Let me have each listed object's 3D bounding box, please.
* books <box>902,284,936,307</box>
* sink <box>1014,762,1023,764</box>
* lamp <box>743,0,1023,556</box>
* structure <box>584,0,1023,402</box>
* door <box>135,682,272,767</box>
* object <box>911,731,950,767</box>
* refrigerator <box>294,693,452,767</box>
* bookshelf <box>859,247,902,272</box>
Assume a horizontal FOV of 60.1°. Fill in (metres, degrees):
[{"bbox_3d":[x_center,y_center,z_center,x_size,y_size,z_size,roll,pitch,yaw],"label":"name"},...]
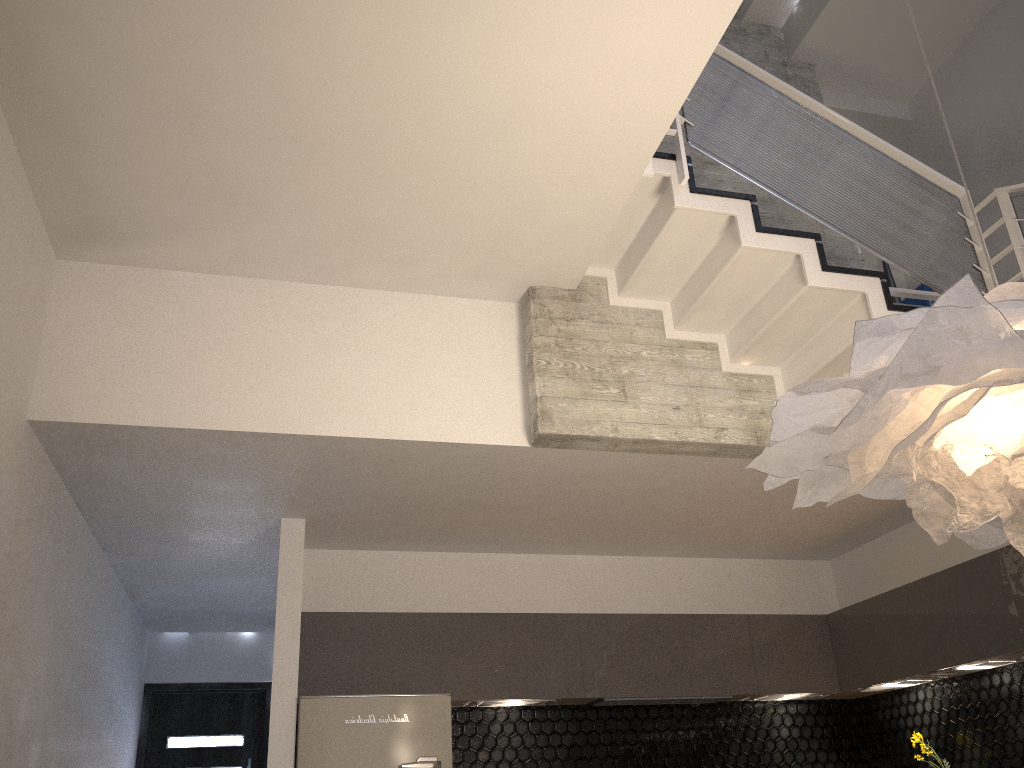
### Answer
[{"bbox_3d":[2.684,-0.474,5.799,0.146,0.375,0.277,3,-25,-14],"label":"books"},{"bbox_3d":[2.607,2.213,4.608,0.490,0.440,0.738,4,-26,-14],"label":"sink"},{"bbox_3d":[0.968,-1.961,2.761,1.117,5.107,1.083,-1,-24,-4],"label":"lamp"},{"bbox_3d":[1.167,-1.581,3.801,4.237,8.141,8.629,3,-26,-14],"label":"structure"},{"bbox_3d":[-2.657,3.730,7.520,1.109,2.268,0.163,4,-25,-14],"label":"door"},{"bbox_3d":[2.571,2.404,5.408,0.257,0.531,0.436,-6,-25,7],"label":"object"},{"bbox_3d":[-0.772,2.604,4.783,0.830,1.677,0.785,3,-25,-14],"label":"refrigerator"},{"bbox_3d":[2.286,-0.835,5.763,0.974,1.084,0.452,4,-25,-14],"label":"bookshelf"}]
